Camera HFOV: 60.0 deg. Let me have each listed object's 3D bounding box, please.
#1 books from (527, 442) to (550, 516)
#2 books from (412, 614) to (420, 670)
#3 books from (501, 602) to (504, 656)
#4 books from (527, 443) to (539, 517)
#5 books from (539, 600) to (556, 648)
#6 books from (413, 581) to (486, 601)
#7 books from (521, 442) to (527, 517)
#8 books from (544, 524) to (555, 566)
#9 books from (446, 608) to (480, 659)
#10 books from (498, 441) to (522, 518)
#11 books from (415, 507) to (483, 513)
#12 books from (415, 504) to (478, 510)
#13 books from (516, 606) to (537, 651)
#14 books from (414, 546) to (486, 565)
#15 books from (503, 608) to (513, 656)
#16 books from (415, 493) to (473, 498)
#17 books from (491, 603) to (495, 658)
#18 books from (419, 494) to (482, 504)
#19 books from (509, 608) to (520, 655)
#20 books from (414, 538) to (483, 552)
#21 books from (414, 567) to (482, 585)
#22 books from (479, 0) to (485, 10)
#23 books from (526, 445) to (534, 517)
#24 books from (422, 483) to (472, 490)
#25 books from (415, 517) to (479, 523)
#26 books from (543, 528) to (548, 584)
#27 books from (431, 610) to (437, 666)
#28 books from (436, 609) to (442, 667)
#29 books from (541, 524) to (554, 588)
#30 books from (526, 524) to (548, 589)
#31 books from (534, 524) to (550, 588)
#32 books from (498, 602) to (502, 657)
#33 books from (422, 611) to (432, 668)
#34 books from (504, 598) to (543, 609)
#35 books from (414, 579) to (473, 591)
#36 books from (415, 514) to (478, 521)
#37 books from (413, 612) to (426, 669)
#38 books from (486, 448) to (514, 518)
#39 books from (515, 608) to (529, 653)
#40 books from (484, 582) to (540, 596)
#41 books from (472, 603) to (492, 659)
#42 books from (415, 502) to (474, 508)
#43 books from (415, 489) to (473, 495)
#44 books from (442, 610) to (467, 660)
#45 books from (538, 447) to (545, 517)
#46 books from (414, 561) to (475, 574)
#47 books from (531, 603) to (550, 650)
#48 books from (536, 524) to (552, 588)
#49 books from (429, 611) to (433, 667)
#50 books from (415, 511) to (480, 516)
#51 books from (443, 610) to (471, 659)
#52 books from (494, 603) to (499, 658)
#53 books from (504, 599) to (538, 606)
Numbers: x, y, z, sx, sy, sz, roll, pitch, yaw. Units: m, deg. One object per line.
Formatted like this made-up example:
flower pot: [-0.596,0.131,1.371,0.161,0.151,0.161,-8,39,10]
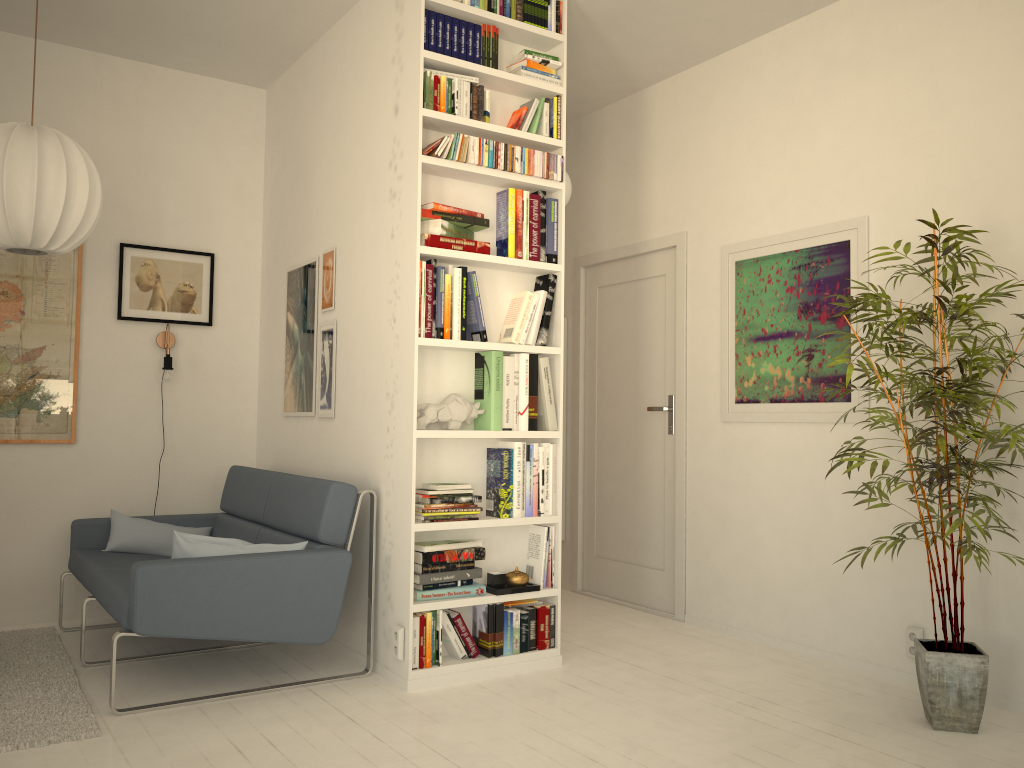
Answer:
books: [0.101,0.406,3.805,0.037,0.308,0.161,3,-3,-33]
books: [-0.420,0.992,3.452,0.039,0.199,0.185,3,-3,-33]
books: [-0.094,0.994,3.671,0.015,0.214,0.202,3,-3,-33]
books: [0.042,0.404,3.796,0.025,0.306,0.213,3,-3,-33]
books: [0.108,1.023,3.821,0.032,0.176,0.230,3,-3,-33]
books: [-0.283,0.826,3.567,0.297,0.039,0.204,2,-3,-28]
books: [-0.013,0.400,3.769,0.027,0.311,0.228,3,-3,-33]
books: [0.138,0.734,3.815,0.011,0.256,0.139,3,-3,-33]
books: [-0.216,1.003,3.579,0.131,0.188,0.136,3,-3,-33]
books: [-0.039,0.398,3.750,0.037,0.312,0.241,3,-3,-33]
books: [-0.273,0.502,3.591,0.255,0.014,0.197,2,-3,-24]
books: [-0.279,0.489,3.565,0.250,0.008,0.135,3,-3,-37]
books: [0.026,1.023,3.769,0.050,0.170,0.221,3,-3,-33]
books: [-0.276,0.681,3.561,0.285,0.047,0.185,2,-3,-33]
books: [-0.074,1.014,3.693,0.044,0.179,0.224,3,-3,-33]
books: [-0.294,0.442,3.552,0.221,0.010,0.169,2,-3,-30]
books: [-0.132,0.993,3.646,0.015,0.214,0.202,3,-3,-33]
books: [-0.263,0.462,3.581,0.235,0.025,0.163,2,-3,-27]
books: [-0.041,1.016,3.708,0.032,0.176,0.222,3,-3,-33]
books: [-0.281,0.644,3.577,0.297,0.024,0.162,3,-3,-42]
books: [-0.287,0.759,3.549,0.297,0.039,0.165,3,-3,-38]
books: [-0.189,-1.592,3.745,0.025,0.131,0.253,3,-3,-33]
books: [0.035,0.407,3.752,0.035,0.304,0.150,3,-3,-33]
books: [-0.266,0.410,3.557,0.166,0.019,0.127,3,-3,-40]
books: [-0.281,0.536,3.546,0.247,0.009,0.170,2,-3,-30]
books: [0.085,0.734,3.814,0.030,0.256,0.198,3,-3,-33]
books: [-0.349,0.985,3.507,0.021,0.215,0.174,3,-3,-33]
books: [-0.327,0.985,3.504,0.010,0.215,0.193,3,-3,-33]
books: [0.126,0.733,3.817,0.007,0.257,0.181,3,-3,-33]
books: [0.079,0.733,3.807,0.034,0.257,0.209,3,-3,-33]
books: [0.113,0.734,3.790,0.033,0.258,0.130,3,-3,-33]
books: [-0.104,0.994,3.658,0.015,0.214,0.202,3,-3,-33]
books: [-0.368,0.986,3.477,0.020,0.211,0.184,3,-3,-33]
books: [0.013,0.921,3.740,0.193,0.012,0.130,2,-3,-33]
books: [-0.303,0.791,3.555,0.241,0.024,0.168,3,-3,-38]
books: [-0.284,0.524,3.541,0.246,0.014,0.173,2,-3,-34]
books: [-0.390,0.988,3.467,0.026,0.206,0.187,3,-3,-33]
books: [-0.072,0.410,3.714,0.057,0.284,0.200,3,-3,-33]
books: [-0.007,1.024,3.730,0.048,0.163,0.209,3,-3,-33]
books: [-0.007,0.843,3.668,0.214,0.023,0.130,2,-3,-33]
books: [-0.140,0.992,3.631,0.015,0.214,0.202,3,-3,-33]
books: [-0.283,0.479,3.541,0.238,0.012,0.120,3,-3,-38]
books: [-0.287,0.429,3.568,0.212,0.017,0.165,3,-3,-36]
books: [-0.268,0.994,3.545,0.135,0.200,0.134,3,-3,-33]
books: [0.070,0.412,3.797,0.022,0.291,0.208,3,-3,-33]
books: [-0.291,0.723,3.547,0.247,0.039,0.143,3,-3,-36]
books: [0.081,1.020,3.781,0.056,0.180,0.202,3,-3,-33]
books: [0.113,0.734,3.824,0.008,0.256,0.184,3,-3,-33]
books: [-0.362,0.989,3.497,0.012,0.206,0.193,3,-3,-33]
books: [-0.279,0.512,3.555,0.248,0.009,0.171,2,-3,-30]
books: [-0.239,0.998,3.556,0.118,0.192,0.118,3,-3,-33]
books: [-0.112,0.993,3.644,0.015,0.214,0.202,3,-3,-33]
books: [0.012,0.912,3.718,0.165,0.006,0.103,2,-3,-33]
